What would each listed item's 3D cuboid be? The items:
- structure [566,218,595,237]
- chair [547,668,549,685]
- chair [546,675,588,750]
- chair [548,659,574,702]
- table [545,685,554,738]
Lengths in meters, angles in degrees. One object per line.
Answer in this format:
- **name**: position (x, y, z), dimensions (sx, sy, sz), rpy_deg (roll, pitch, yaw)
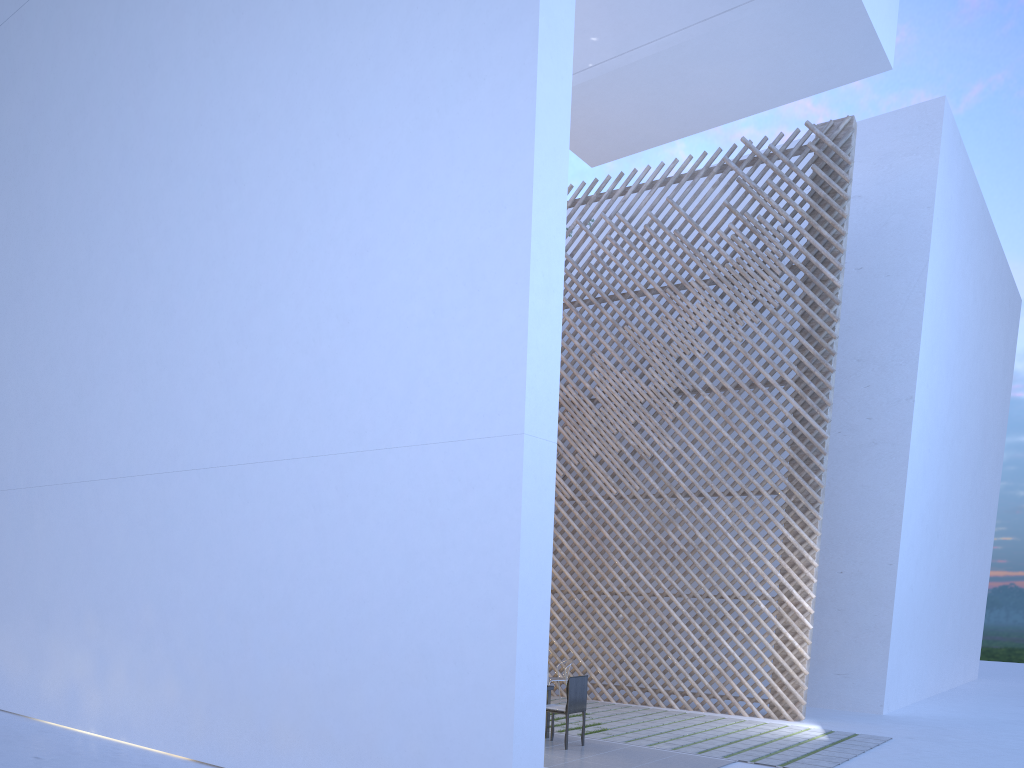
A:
- **structure**: position (-0.394, -0.225, 7.365), dimensions (2.356, 2.748, 0.722), rpy_deg (1, 5, 28)
- **chair**: position (0.149, 2.271, 6.182), dimensions (0.263, 0.382, 0.245), rpy_deg (2, 1, -8)
- **chair**: position (0.278, 1.889, 4.763), dimensions (0.237, 0.441, 0.190), rpy_deg (4, 5, 37)
- **chair**: position (0.356, 2.382, 6.589), dimensions (0.250, 0.381, 0.259), rpy_deg (2, 1, -13)
- **table**: position (0.000, 1.975, 4.961), dimensions (0.352, 0.331, 0.363), rpy_deg (-1, -5, 37)
